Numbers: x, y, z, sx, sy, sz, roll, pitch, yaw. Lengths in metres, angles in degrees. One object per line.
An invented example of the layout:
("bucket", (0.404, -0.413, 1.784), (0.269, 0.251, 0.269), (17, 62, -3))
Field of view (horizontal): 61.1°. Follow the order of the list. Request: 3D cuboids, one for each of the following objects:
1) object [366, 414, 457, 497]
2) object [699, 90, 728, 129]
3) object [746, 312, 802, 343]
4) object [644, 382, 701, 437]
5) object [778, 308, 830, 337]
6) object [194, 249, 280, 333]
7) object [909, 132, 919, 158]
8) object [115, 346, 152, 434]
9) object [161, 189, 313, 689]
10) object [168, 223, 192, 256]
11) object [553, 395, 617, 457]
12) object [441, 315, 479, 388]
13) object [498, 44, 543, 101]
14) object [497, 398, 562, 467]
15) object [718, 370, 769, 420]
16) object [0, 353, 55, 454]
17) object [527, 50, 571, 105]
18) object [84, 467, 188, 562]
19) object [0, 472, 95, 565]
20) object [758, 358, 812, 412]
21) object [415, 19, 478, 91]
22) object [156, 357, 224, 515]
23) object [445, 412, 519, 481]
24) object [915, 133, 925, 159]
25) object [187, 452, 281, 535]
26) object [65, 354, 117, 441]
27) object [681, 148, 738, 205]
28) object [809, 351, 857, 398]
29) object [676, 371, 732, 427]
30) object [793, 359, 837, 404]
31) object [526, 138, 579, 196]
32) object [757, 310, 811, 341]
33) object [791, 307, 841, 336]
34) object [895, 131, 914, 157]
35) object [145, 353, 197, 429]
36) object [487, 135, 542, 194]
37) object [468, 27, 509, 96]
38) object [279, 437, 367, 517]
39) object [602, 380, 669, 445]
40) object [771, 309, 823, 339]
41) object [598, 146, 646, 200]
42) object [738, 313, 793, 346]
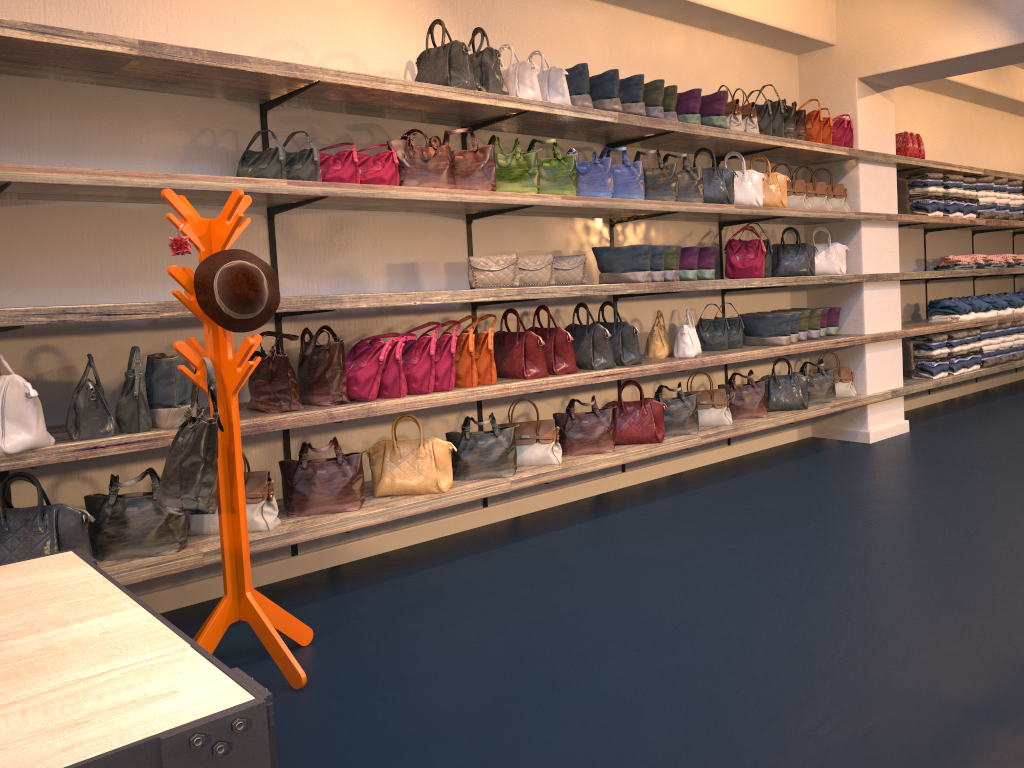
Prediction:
("object", (-0.481, 0.332, 4.188), (0.434, 0.384, 0.189), (-3, 4, -7))
("object", (1.249, -1.756, 5.652), (0.193, 0.235, 0.383), (-6, 7, -37))
("object", (1.925, -0.412, 6.380), (0.395, 0.231, 0.188), (0, 5, 20))
("object", (1.015, 0.158, 5.475), (0.379, 0.337, 0.216), (-3, 4, -2))
("object", (2.303, -0.478, 6.858), (0.393, 0.235, 0.189), (0, 5, 23))
("object", (-0.921, -0.318, 2.957), (0.293, 0.289, 0.169), (-6, 5, -34))
("object", (3.336, -2.043, 7.492), (0.155, 0.244, 0.292), (-6, 6, -38))
("object", (-1.448, 0.021, 3.295), (0.118, 0.328, 0.217), (-5, 5, -33))
("object", (-1.010, 0.190, 3.076), (0.466, 1.723, 0.426), (-3, 3, -14))
("object", (-1.117, -0.486, 2.918), (0.072, 0.112, 0.071), (0, 5, 30))
("object", (0.425, 0.235, 4.984), (0.383, 0.337, 0.213), (-3, 4, -5))
("object", (-0.286, -0.161, 4.382), (0.240, 0.360, 0.225), (-2, 4, 11))
("object", (-0.004, -1.636, 4.610), (0.390, 0.330, 0.210), (2, 6, 43))
("object", (0.076, 0.261, 4.755), (0.386, 0.366, 0.177), (-3, 4, -2))
("object", (1.615, 0.072, 6.024), (0.383, 0.337, 0.213), (-3, 4, -5))
("object", (-1.774, 0.034, 3.003), (0.398, 0.384, 0.206), (0, 5, 26))
("object", (0.163, -1.659, 4.756), (0.210, 0.330, 0.390), (-7, 7, -44))
("object", (-1.443, 0.494, 3.328), (0.379, 0.337, 0.216), (-3, 4, -2))
("object", (-1.718, 0.501, 3.108), (0.433, 0.384, 0.189), (-3, 4, -6))
("object", (1.979, -0.003, 6.327), (0.438, 0.384, 0.187), (-3, 4, -10))
("object", (-0.339, -1.617, 4.315), (0.390, 0.384, 0.210), (2, 6, 43))
("object", (-1.105, 0.175, 2.961), (0.217, 0.522, 0.348), (-5, 5, -32))
("object", (-0.149, 0.317, 4.458), (0.379, 0.337, 0.216), (-3, 4, -2))
("object", (3.423, -2.055, 7.563), (0.292, 0.244, 0.155), (3, 6, 43))
("object", (-1.187, 0.434, 3.651), (0.386, 0.366, 0.177), (-3, 4, -2))
("object", (-1.577, 0.041, 3.232), (0.167, 0.308, 0.315), (-5, 5, -30))
("object", (1.282, -1.360, 5.719), (0.434, 0.384, 0.189), (-3, 4, -6))
("object", (2.534, -0.075, 6.902), (0.386, 0.366, 0.177), (-3, 4, -2))
("object", (1.270, 0.098, 5.798), (0.386, 0.366, 0.177), (-3, 4, -2))
("object", (2.308, -0.019, 6.605), (0.379, 0.337, 0.216), (-3, 4, -2))
("object", (0.192, -1.184, 4.772), (0.383, 0.337, 0.213), (-3, 4, -5))
("object", (2.050, -0.433, 6.544), (0.393, 0.235, 0.189), (0, 5, 23))
("object", (2.455, -0.500, 7.003), (0.388, 0.235, 0.191), (1, 6, 30))
("object", (3.257, -2.032, 7.422), (0.155, 0.244, 0.292), (-6, 6, -42))
("object", (-1.351, 0.026, 3.426), (0.194, 0.284, 0.318), (-4, 5, -19))
("object", (-0.025, -1.145, 4.576), (0.382, 0.321, 0.195), (-3, 4, -4))
("object", (-0.190, -1.639, 4.468), (0.210, 0.384, 0.390), (-6, 6, -39))
("object", (-0.842, 0.408, 3.876), (0.383, 0.337, 0.213), (-3, 4, -5))
("object", (0.738, 0.165, 5.253), (0.434, 0.384, 0.189), (-3, 4, -7))
("object", (2.197, -0.455, 6.691), (0.389, 0.235, 0.191), (1, 5, 28))
("object", (0.625, -1.243, 5.150), (0.383, 0.337, 0.213), (-3, 4, -5))
("object", (1.818, -0.389, 6.213), (0.388, 0.231, 0.191), (1, 6, 30))
